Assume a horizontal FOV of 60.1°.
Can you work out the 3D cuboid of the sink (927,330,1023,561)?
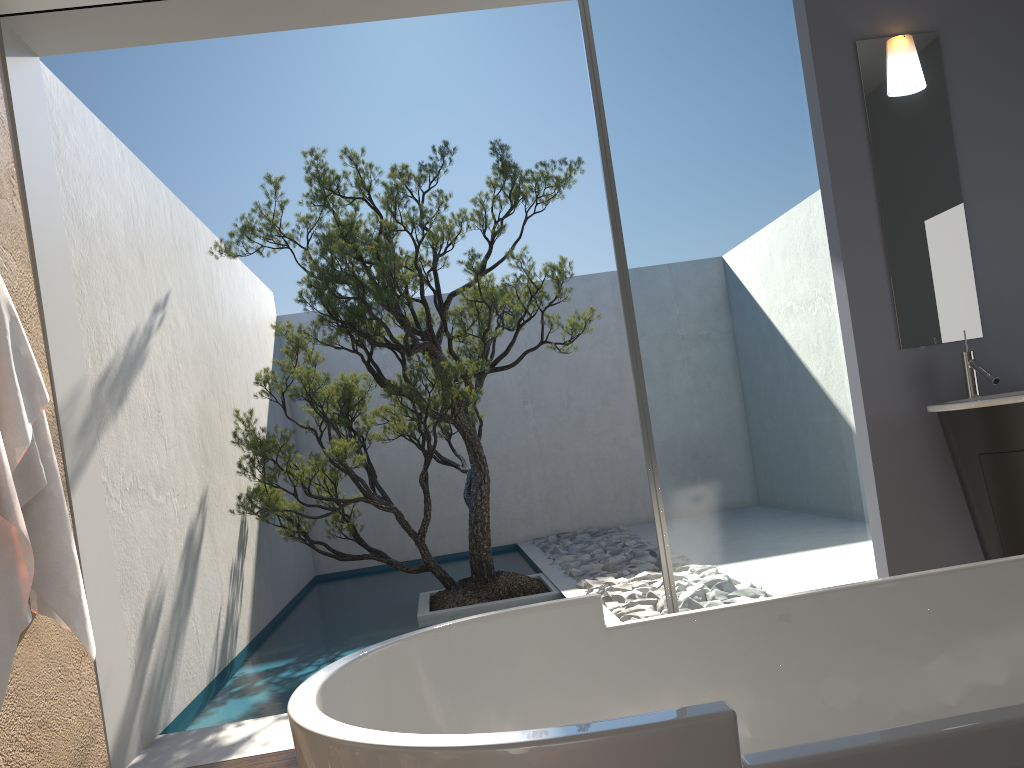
[{"bbox_3d":[1.921,0.381,3.233,0.644,1.249,0.649,-8,-1,-24],"label":"sink"}]

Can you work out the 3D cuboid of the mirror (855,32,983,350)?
[{"bbox_3d":[1.669,-0.794,3.625,0.354,1.269,0.012,-9,0,-5],"label":"mirror"}]

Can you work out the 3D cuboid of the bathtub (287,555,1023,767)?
[{"bbox_3d":[0.719,0.714,1.557,2.097,0.711,0.915,-8,-2,-5],"label":"bathtub"}]

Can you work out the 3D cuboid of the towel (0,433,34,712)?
[{"bbox_3d":[-1.595,0.196,2.612,0.181,1.541,0.401,-9,0,1],"label":"towel"}]

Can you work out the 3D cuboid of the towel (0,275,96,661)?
[{"bbox_3d":[-1.619,0.208,2.958,0.174,1.508,0.417,-9,0,-2],"label":"towel"}]

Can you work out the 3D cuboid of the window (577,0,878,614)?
[{"bbox_3d":[1.393,-0.392,3.718,1.883,3.001,0.021,-8,0,-5],"label":"window"}]

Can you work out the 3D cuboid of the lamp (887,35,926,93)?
[{"bbox_3d":[1.601,-1.306,3.589,0.157,0.214,0.057,-8,0,-5],"label":"lamp"}]

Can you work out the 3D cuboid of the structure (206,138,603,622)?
[{"bbox_3d":[-0.702,0.114,6.346,2.581,3.468,2.528,-8,-1,-12],"label":"structure"}]
